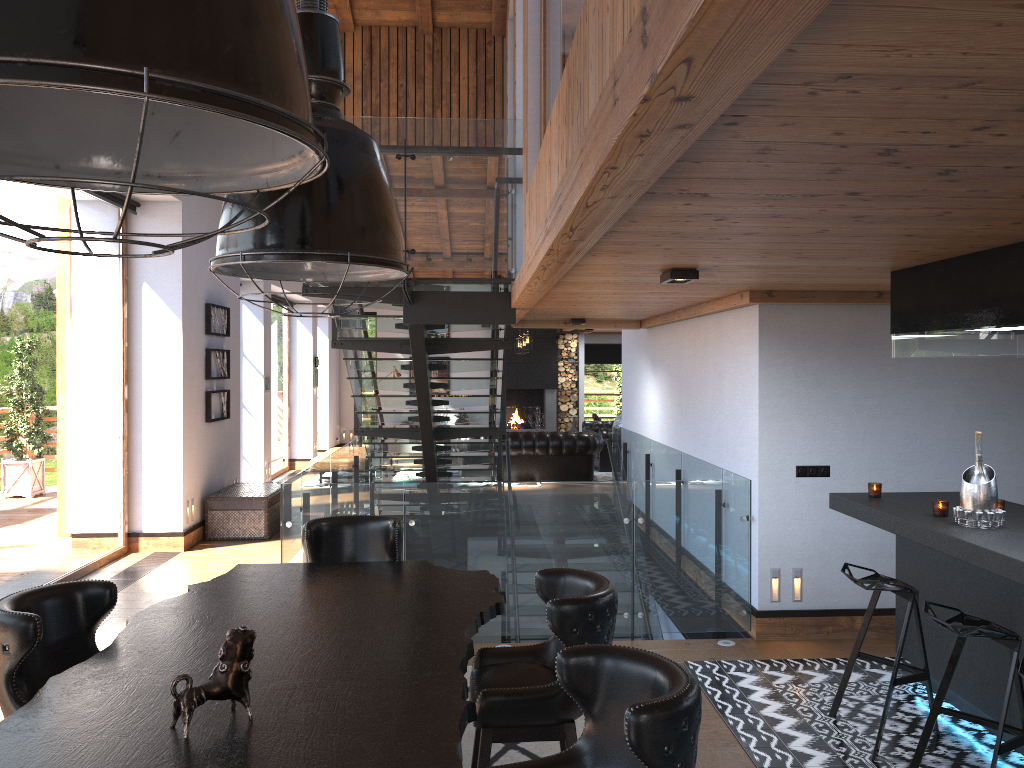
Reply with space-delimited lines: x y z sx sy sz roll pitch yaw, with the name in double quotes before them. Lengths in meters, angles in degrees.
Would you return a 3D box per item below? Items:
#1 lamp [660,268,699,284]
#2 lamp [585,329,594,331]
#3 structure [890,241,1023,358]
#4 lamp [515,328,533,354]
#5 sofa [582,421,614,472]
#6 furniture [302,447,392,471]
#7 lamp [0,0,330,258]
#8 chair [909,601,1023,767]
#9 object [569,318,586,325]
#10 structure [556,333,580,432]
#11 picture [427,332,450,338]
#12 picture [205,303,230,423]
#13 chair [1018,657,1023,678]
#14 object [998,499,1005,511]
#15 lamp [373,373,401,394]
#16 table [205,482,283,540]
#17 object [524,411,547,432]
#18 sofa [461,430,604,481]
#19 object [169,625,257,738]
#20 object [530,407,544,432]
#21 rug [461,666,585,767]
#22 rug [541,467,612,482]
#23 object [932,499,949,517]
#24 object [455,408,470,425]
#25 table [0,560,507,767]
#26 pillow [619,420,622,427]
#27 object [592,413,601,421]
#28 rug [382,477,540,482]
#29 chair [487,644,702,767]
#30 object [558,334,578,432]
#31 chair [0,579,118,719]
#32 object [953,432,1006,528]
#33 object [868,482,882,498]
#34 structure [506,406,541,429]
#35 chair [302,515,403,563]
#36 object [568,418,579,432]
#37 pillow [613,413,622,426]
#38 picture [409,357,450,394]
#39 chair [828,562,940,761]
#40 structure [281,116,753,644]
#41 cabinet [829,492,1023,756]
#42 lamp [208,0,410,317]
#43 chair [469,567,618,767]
"lamp" 0.896 -0.583 4.757 0.155 0.068 0.261 0 1 -3
"lamp" 1.621 -1.148 18.623 0.155 0.068 0.261 0 1 -3
"structure" 2.472 -0.351 3.203 0.712 0.476 3.246 0 1 -2
"lamp" 0.195 -1.671 16.761 0.263 2.201 0.799 0 0 -12
"sofa" 2.075 1.131 16.890 1.241 0.838 2.562 0 1 -3
"furniture" -2.753 1.362 15.136 1.177 0.436 2.756 0 1 -3
"lamp" -0.573 -2.530 1.229 0.614 4.684 0.629 0 0 42
"chair" 1.999 1.374 3.719 0.470 0.839 0.537 0 1 -6
"object" 0.698 -0.673 9.489 0.155 0.068 0.261 0 1 -3
"structure" 1.208 0.195 19.455 0.502 2.617 0.511 0 0 -3
"picture" -1.814 -1.184 19.505 0.881 0.816 0.036 0 0 -4
"picture" -3.355 -0.239 10.124 0.059 1.312 0.773 0 0 -2
"chair" 1.960 1.389 2.932 0.469 0.839 0.539 0 1 3
"object" 2.490 0.636 4.555 0.080 0.081 0.078 -1 1 -38
"lamp" -2.776 0.576 18.304 0.523 1.899 1.331 0 1 18
"table" -3.002 1.440 10.180 0.685 0.469 1.253 0 1 -3
"object" 0.433 0.801 16.175 0.405 0.808 0.622 0 1 8
"sofa" 0.238 1.173 14.632 2.570 0.838 1.237 0 1 -4
"object" -0.788 0.770 2.331 0.223 0.253 0.114 -1 1 -40
"object" 0.540 1.008 18.910 0.304 1.017 0.311 0 0 42
"rug" -0.635 1.811 2.718 2.555 0.047 5.624 0 1 -3
"rug" 1.631 1.534 16.329 2.434 0.053 4.040 0 1 -2
"object" 2.192 0.636 4.532 0.080 0.081 0.078 -1 1 -38
"object" -1.084 0.741 19.288 0.339 0.455 0.336 0 1 22
"table" -0.682 1.362 2.390 1.431 0.949 3.792 0 1 -3
"pillow" 2.133 0.824 16.696 0.283 0.469 0.528 0 1 0
"object" 1.766 0.761 18.409 0.148 0.319 0.251 0 1 38
"rug" -1.450 1.557 15.023 3.813 0.053 2.429 0 1 -3
"chair" 0.187 1.274 2.232 0.572 1.092 0.500 0 0 -19
"object" 1.201 0.201 19.464 0.494 2.611 0.466 0 0 -3
"chair" -1.470 1.268 3.035 0.567 1.092 0.505 0 0 6
"object" 2.254 0.455 4.277 0.226 0.452 0.224 0 0 -3
"object" 2.128 0.623 5.199 0.078 0.081 0.080 0 1 32
"structure" 0.142 0.748 19.256 0.984 0.514 0.183 0 0 -4
"chair" -0.791 1.233 4.378 0.505 1.092 0.567 0 0 -4
"object" 1.313 1.120 19.156 0.270 0.795 0.261 0 0 -20
"pillow" 2.105 0.811 17.374 0.283 0.469 0.528 0 1 0
"picture" -1.814 -0.189 19.510 0.881 0.816 0.036 0 0 -4
"chair" 1.924 1.360 4.471 0.470 0.839 0.538 0 1 -3
"structure" -2.764 1.335 7.590 9.224 6.398 11.012 0 1 -3
"cabinet" 2.470 1.257 3.025 0.890 1.103 4.795 0 1 -2
"lamp" -0.640 -2.560 2.818 0.614 4.684 0.629 0 0 42
"chair" 0.097 1.256 3.190 0.569 1.092 0.503 0 0 -4
